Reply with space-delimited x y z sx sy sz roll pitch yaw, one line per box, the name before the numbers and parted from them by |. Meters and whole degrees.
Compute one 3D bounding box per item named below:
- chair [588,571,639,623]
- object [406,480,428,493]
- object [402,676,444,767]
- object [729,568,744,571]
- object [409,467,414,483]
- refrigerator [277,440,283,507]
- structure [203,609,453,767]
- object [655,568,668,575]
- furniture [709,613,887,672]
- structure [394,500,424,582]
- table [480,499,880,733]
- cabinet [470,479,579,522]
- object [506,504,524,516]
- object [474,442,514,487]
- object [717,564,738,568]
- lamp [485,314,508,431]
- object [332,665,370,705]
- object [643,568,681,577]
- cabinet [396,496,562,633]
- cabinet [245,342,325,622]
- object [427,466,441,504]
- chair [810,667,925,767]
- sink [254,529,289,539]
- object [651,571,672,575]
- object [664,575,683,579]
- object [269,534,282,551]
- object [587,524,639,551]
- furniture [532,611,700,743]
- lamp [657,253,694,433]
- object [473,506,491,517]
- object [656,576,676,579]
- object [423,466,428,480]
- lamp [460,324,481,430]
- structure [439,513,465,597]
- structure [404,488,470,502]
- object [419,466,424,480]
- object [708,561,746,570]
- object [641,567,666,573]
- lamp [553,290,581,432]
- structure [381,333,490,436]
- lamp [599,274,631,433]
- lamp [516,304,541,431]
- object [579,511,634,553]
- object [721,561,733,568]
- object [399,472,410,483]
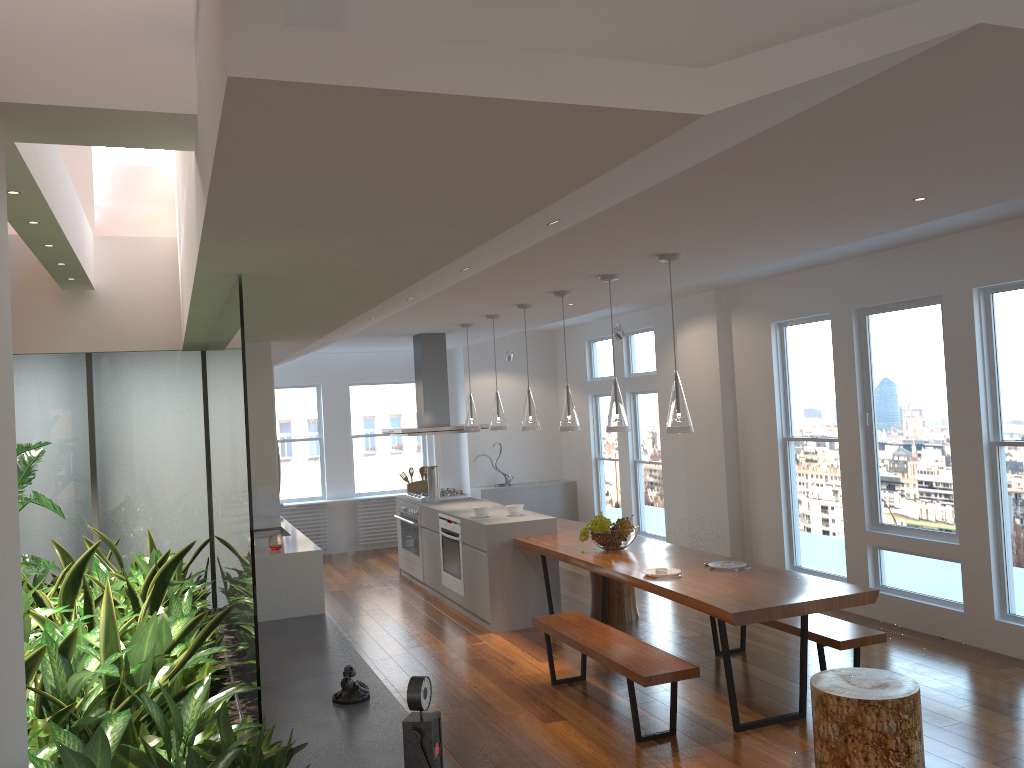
chair | 0.810 1.650 7.136 0.396 0.455 0.402 -2 -2 -31
object | -0.958 1.120 9.579 0.353 0.157 0.084 -3 -2 -21
object | -0.196 1.160 2.648 0.318 0.565 0.134 -3 -2 15
object | 1.336 1.080 5.202 0.158 0.017 0.019 -2 -2 -26
object | -1.077 1.045 9.548 0.055 0.299 0.027 -3 -2 -21
refrigerator | -2.674 1.195 8.879 0.725 1.772 0.908 -3 -2 -21
structure | -1.953 1.751 3.596 3.088 0.386 5.584 -3 -2 -21
object | 0.875 1.099 5.188 0.079 0.030 0.070 -4 -2 32
furniture | 1.651 1.591 5.450 0.316 0.389 1.433 -3 -2 -21
structure | -0.795 1.570 9.130 0.649 0.735 0.890 -3 -2 -21
table | 0.388 1.542 7.115 0.893 0.704 5.996 -3 -2 -21
cabinet | 0.168 1.648 11.368 1.309 0.725 0.420 -3 -2 -21
object | 0.027 1.047 7.339 0.152 0.082 0.152 -4 -2 29
object | -0.209 1.018 11.206 0.210 0.563 0.590 -4 -2 40
object | 1.286 1.090 5.296 0.124 0.011 0.124 -2 -2 -39
lamp | -0.139 -0.133 7.627 0.160 1.060 0.160 -3 -2 6
object | -0.787 1.435 4.249 0.181 0.155 0.216 -4 -2 34
object | 0.876 1.105 5.188 0.222 0.020 0.222 -4 -2 19
cabinet | -0.429 1.554 8.297 0.597 0.832 2.936 -3 -2 -21
cabinet | -2.469 0.950 8.173 0.676 2.280 4.565 -3 -2 -21
object | -0.759 0.988 8.692 0.120 0.356 0.172 -4 -2 27
chair | 1.597 1.547 3.995 0.460 0.400 0.460 -3 -2 -11
sink | -2.054 1.336 7.207 0.449 0.192 0.666 -3 -2 -21
object | 0.876 1.109 5.188 0.124 0.011 0.124 -3 -1 0
object | 0.911 1.103 5.058 0.149 0.014 0.044 -2 -2 -23
object | -1.669 1.117 6.256 0.094 0.106 0.094 -3 -2 -16
object | 0.706 1.077 6.170 0.360 0.159 0.360 -4 -2 32
furniture | 0.540 1.640 5.019 0.316 0.389 1.433 -3 -2 -21
lamp | 0.901 -0.260 4.931 0.160 1.060 0.160 -3 -2 6
object | -0.250 1.062 7.365 0.152 0.082 0.152 -4 -2 18
object | 0.901 1.108 5.089 0.164 0.006 0.017 -3 -2 -16
object | -0.926 1.039 9.584 0.057 0.299 0.019 -3 -2 -21
lamp | -0.399 -0.101 8.300 0.160 1.060 0.160 -3 -2 6
structure | -0.520 1.475 7.726 0.072 0.648 0.644 -3 -2 -21
structure | -0.783 1.143 9.167 0.520 0.073 0.650 -3 -2 -21
object | -0.965 1.041 9.590 0.061 0.299 0.040 -2 -2 -24
object | 1.286 1.086 5.296 0.222 0.020 0.222 -2 -2 -29
object | 0.842 1.109 5.290 0.158 0.017 0.019 -3 -2 -16
lamp | 0.381 -0.196 6.279 0.160 1.060 0.160 -3 -2 6
structure | -0.842 -0.186 9.177 0.909 1.405 0.900 -3 -2 -21
lamp | 0.641 -0.228 5.605 0.160 1.060 0.160 -3 -2 6
lamp | 0.121 -0.165 6.953 0.160 1.060 0.160 -3 -2 6
object | 0.674 1.016 6.176 0.292 0.284 0.394 -4 -2 33
object | 1.285 1.080 5.296 0.079 0.030 0.070 -4 -2 22
object | -1.109 1.064 9.531 0.199 0.259 0.016 -3 -2 -11
